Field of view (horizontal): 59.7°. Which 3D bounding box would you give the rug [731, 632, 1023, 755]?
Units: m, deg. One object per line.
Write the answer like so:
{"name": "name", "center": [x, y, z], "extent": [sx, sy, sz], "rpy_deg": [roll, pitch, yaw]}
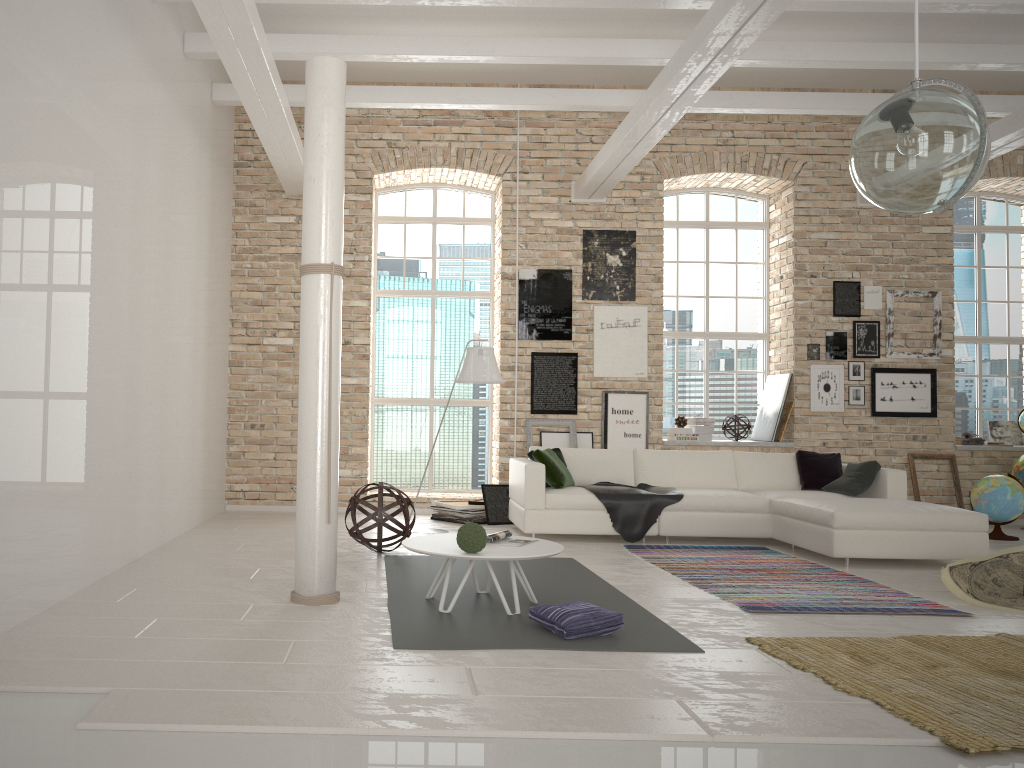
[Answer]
{"name": "rug", "center": [2.335, 1.233, 3.733], "extent": [2.167, 0.021, 1.562], "rpy_deg": [1, -2, -8]}

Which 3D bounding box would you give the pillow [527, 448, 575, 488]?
{"name": "pillow", "center": [0.363, 0.780, 8.288], "extent": [0.335, 0.365, 0.384], "rpy_deg": [-1, -3, 43]}

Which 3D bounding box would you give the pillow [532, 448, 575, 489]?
{"name": "pillow", "center": [0.370, 0.754, 8.009], "extent": [0.320, 0.343, 0.396], "rpy_deg": [0, -2, 21]}

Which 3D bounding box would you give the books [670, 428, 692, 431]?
{"name": "books", "center": [1.870, 0.500, 9.899], "extent": [0.179, 0.030, 0.181], "rpy_deg": [2, -2, -15]}

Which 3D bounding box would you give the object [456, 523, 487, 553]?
{"name": "object", "center": [-0.211, 0.814, 4.706], "extent": [0.152, 0.164, 0.173], "rpy_deg": [2, -3, -28]}

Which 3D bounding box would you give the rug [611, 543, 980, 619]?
{"name": "rug", "center": [1.735, 1.329, 6.230], "extent": [1.396, 0.008, 2.705], "rpy_deg": [1, -2, -7]}

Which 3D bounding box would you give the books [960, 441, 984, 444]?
{"name": "books", "center": [5.098, 0.652, 9.985], "extent": [0.253, 0.029, 0.204], "rpy_deg": [1, -2, -4]}

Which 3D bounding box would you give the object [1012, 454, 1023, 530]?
{"name": "object", "center": [5.535, 1.080, 9.164], "extent": [0.620, 0.924, 0.691], "rpy_deg": [2, -3, -28]}

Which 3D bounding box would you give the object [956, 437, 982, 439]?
{"name": "object", "center": [5.107, 0.605, 9.977], "extent": [0.213, 0.021, 0.159], "rpy_deg": [1, -2, -3]}

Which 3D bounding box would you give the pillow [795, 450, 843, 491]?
{"name": "pillow", "center": [2.885, 0.818, 8.323], "extent": [0.427, 0.390, 0.242], "rpy_deg": [1, -2, -1]}

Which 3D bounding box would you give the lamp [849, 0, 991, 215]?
{"name": "lamp", "center": [1.667, -1.473, 3.676], "extent": [0.517, 1.599, 0.487], "rpy_deg": [0, -2, 11]}

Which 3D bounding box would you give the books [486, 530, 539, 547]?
{"name": "books", "center": [-0.072, 0.887, 5.170], "extent": [0.394, 0.048, 0.288], "rpy_deg": [0, -2, 27]}

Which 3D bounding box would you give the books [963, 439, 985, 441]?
{"name": "books", "center": [5.108, 0.627, 9.987], "extent": [0.255, 0.026, 0.206], "rpy_deg": [1, -2, -7]}

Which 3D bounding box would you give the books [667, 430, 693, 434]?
{"name": "books", "center": [1.863, 0.535, 9.898], "extent": [0.196, 0.041, 0.201], "rpy_deg": [2, -2, -18]}

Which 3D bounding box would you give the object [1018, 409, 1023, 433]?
{"name": "object", "center": [5.901, 0.477, 10.025], "extent": [0.333, 0.465, 0.327], "rpy_deg": [1, -2, 2]}

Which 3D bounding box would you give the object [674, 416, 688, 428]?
{"name": "object", "center": [1.886, 0.423, 9.952], "extent": [0.150, 0.137, 0.136], "rpy_deg": [0, -2, 24]}

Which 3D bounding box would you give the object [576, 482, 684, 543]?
{"name": "object", "center": [1.009, 1.135, 7.972], "extent": [0.889, 0.464, 0.782], "rpy_deg": [1, -2, -5]}

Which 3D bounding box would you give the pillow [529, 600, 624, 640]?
{"name": "pillow", "center": [0.313, 1.176, 4.422], "extent": [0.335, 0.164, 0.374], "rpy_deg": [2, -3, -28]}

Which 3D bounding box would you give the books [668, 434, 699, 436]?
{"name": "books", "center": [1.896, 0.565, 9.884], "extent": [0.268, 0.024, 0.221], "rpy_deg": [1, -2, -6]}

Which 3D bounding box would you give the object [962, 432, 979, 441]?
{"name": "object", "center": [5.141, 0.588, 9.996], "extent": [0.101, 0.090, 0.447], "rpy_deg": [-1, -3, 38]}

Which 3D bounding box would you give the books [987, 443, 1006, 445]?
{"name": "books", "center": [5.323, 0.658, 9.794], "extent": [0.101, 0.014, 0.140], "rpy_deg": [2, -2, -23]}

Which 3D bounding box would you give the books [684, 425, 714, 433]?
{"name": "books", "center": [2.137, 0.513, 10.186], "extent": [0.234, 0.088, 0.323], "rpy_deg": [1, -2, -10]}

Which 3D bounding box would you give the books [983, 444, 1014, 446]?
{"name": "books", "center": [5.332, 0.675, 9.787], "extent": [0.227, 0.022, 0.176], "rpy_deg": [1, -2, -3]}

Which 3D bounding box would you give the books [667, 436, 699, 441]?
{"name": "books", "center": [1.893, 0.601, 9.882], "extent": [0.274, 0.048, 0.221], "rpy_deg": [1, -2, -6]}

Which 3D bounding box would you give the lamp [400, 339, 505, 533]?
{"name": "lamp", "center": [-0.545, 0.479, 8.222], "extent": [1.065, 1.775, 0.423], "rpy_deg": [-1, -3, 31]}

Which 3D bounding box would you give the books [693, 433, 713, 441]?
{"name": "books", "center": [2.136, 0.596, 10.181], "extent": [0.240, 0.088, 0.315], "rpy_deg": [1, -2, 0]}

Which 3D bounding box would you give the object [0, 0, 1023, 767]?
{"name": "object", "center": [2.605, -1.089, 4.896], "extent": [10.104, 4.799, 11.910], "rpy_deg": [1, -2, -4]}

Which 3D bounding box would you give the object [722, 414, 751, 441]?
{"name": "object", "center": [2.492, 0.482, 9.894], "extent": [0.298, 0.307, 0.314], "rpy_deg": [1, -2, -13]}

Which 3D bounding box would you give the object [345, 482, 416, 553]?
{"name": "object", "center": [-1.019, 1.032, 6.906], "extent": [0.509, 0.543, 0.574], "rpy_deg": [2, -3, -28]}

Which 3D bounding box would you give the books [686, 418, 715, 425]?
{"name": "books", "center": [2.130, 0.428, 10.183], "extent": [0.291, 0.085, 0.239], "rpy_deg": [2, -2, -22]}

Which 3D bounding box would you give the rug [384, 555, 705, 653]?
{"name": "rug", "center": [-0.043, 1.262, 5.403], "extent": [1.426, 0.041, 2.740], "rpy_deg": [1, -2, -7]}

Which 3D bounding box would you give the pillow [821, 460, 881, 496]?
{"name": "pillow", "center": [3.009, 0.822, 7.907], "extent": [0.332, 0.305, 0.428], "rpy_deg": [1, -2, -15]}

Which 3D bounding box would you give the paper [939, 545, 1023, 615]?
{"name": "paper", "center": [3.462, 1.190, 5.357], "extent": [1.371, 0.265, 1.132], "rpy_deg": [3, -3, -39]}

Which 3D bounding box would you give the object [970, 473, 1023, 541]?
{"name": "object", "center": [4.616, 1.160, 8.459], "extent": [0.478, 0.631, 0.418], "rpy_deg": [-1, -3, 37]}
